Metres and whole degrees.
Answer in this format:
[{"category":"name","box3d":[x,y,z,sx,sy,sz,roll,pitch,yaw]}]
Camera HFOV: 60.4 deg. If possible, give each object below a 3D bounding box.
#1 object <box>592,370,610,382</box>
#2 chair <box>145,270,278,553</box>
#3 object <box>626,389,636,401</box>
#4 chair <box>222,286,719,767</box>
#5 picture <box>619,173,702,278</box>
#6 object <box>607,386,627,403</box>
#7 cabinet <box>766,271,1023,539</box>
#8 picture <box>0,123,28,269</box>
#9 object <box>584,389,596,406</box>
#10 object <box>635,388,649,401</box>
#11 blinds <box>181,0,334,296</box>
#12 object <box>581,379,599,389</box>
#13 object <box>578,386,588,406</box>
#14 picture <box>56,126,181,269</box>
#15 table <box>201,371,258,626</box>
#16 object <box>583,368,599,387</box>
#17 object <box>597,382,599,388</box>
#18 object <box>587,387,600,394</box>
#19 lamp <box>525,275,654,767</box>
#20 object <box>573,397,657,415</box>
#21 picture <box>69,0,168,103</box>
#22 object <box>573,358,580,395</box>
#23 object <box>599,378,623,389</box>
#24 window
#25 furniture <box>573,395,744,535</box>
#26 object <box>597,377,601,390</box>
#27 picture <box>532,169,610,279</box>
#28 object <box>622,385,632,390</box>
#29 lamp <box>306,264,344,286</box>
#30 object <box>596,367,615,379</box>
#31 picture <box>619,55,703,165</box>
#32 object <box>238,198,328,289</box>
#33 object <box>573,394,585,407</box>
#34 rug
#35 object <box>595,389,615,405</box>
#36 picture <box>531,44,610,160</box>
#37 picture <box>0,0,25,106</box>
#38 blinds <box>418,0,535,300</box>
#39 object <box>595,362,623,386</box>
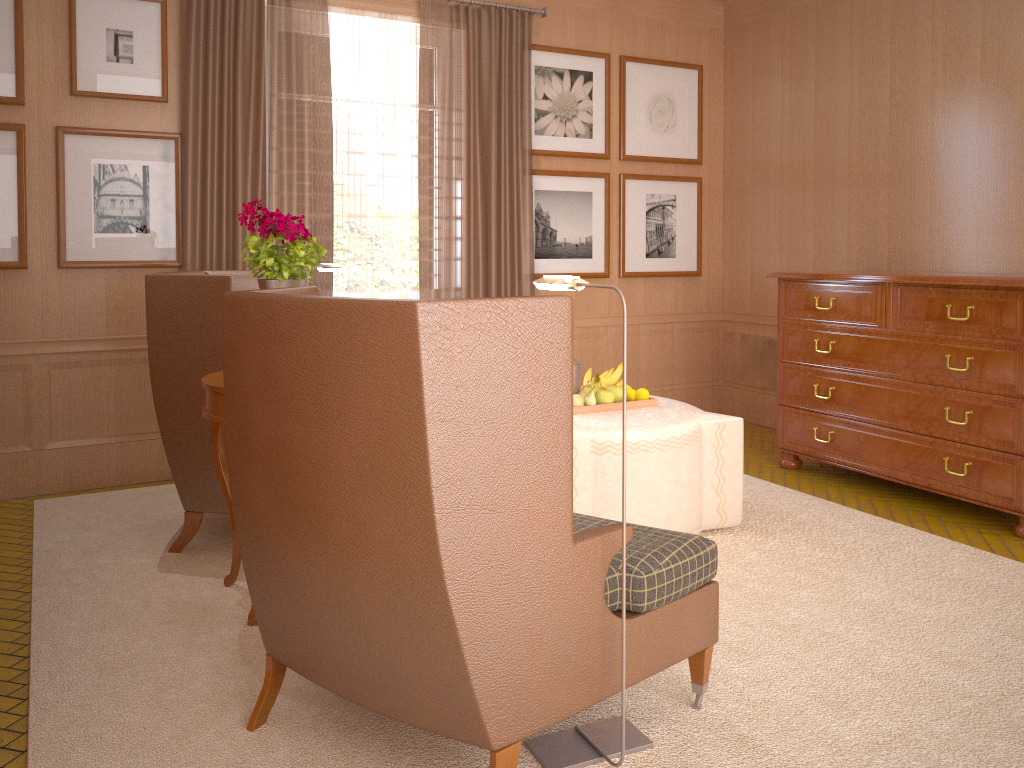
[{"category":"object","box3d":[0.728,-0.054,7.297,0.091,0.127,0.412,2,8,20]},{"category":"chair","box3d":[-1.857,0.109,6.897,1.720,1.964,1.926,0,5,-3]},{"category":"object","box3d":[0.965,0.094,7.106,0.111,0.110,0.135,-3,6,-25]},{"category":"chair","box3d":[-0.297,0.550,4.021,1.915,1.965,1.729,4,6,37]},{"category":"picture","box3d":[1.847,-1.946,10.865,1.252,1.244,0.048,-3,3,-28]},{"category":"object","box3d":[0.828,0.088,6.995,0.169,0.146,0.174,2,6,18]},{"category":"cabinet","box3d":[3.793,-0.006,7.877,1.418,1.932,2.787,-2,7,-28]},{"category":"picture","box3d":[-4.754,-1.575,7.325,1.252,1.244,0.048,-3,3,-28]},{"category":"object","box3d":[0.600,0.112,6.768,0.098,0.147,0.098,1,4,8]},{"category":"object","box3d":[1.044,0.097,7.051,0.114,0.133,0.108,2,5,18]},{"category":"blinds","box3d":[-2.423,-1.526,8.458,1.430,4.781,0.267,-1,2,-27]},{"category":"object","box3d":[0.621,0.022,7.249,0.071,0.184,0.396,-1,7,-14]},{"category":"object","box3d":[0.549,0.110,6.875,0.130,0.196,0.131,1,4,8]},{"category":"picture","box3d":[-3.535,-1.676,7.978,1.051,1.244,0.048,-3,3,-28]},{"category":"table","box3d":[-1.422,0.635,5.441,0.926,1.366,1.046,-2,5,-21]},{"category":"object","box3d":[0.636,-0.031,7.252,0.104,0.158,0.379,0,8,-5]},{"category":"object","box3d":[0.683,0.020,7.268,0.062,0.181,0.398,0,8,1]},{"category":"object","box3d":[0.630,0.090,7.012,0.156,0.134,0.160,-3,6,-24]},{"category":"lamp","box3d":[0.273,0.552,3.824,0.630,2.023,0.565,2,3,32]},{"category":"object","box3d":[0.651,0.135,7.082,0.802,0.059,0.644,-5,10,-28]},{"category":"picture","box3d":[-3.536,-3.046,7.935,0.806,0.954,0.048,-3,3,-28]},{"category":"object","box3d":[0.427,-0.047,7.041,0.234,0.391,0.235,2,4,28]},{"category":"object","box3d":[0.829,0.006,7.226,0.072,0.171,0.399,2,7,38]},{"category":"window","box3d":[-1.638,-2.350,9.460,2.437,3.365,0.850,-2,3,-28]},{"category":"furniture","box3d":[0.581,0.618,7.057,1.955,0.895,1.965,-5,9,-31]},{"category":"object","box3d":[0.777,0.016,7.249,0.062,0.198,0.388,1,7,27]},{"category":"picture","box3d":[0.608,-1.844,10.201,1.252,1.244,0.048,-3,3,-28]},{"category":"object","box3d":[0.937,0.070,7.260,0.114,0.133,0.108,2,5,18]},{"category":"lamp","box3d":[-1.634,-0.044,7.725,0.630,2.018,0.566,1,3,24]},{"category":"object","box3d":[0.757,-0.031,7.259,0.065,0.171,0.379,1,7,28]},{"category":"picture","box3d":[1.847,-3.347,10.821,1.252,1.244,0.048,-3,3,-28]},{"category":"object","box3d":[-1.396,-0.588,5.389,0.525,1.085,0.458,-2,3,-30]},{"category":"object","box3d":[0.462,0.144,6.732,0.194,0.127,0.134,-1,6,-8]},{"category":"rug","box3d":[0.417,1.326,5.462,6.008,0.020,8.020,-5,10,-28]},{"category":"object","box3d":[0.724,0.112,6.870,0.156,0.134,0.160,-3,6,-24]},{"category":"picture","box3d":[0.608,-3.245,10.157,1.252,1.244,0.048,-3,3,-28]},{"category":"picture","box3d":[-4.754,-2.976,7.281,1.252,1.244,0.048,-3,3,-28]},{"category":"blinds","box3d":[-0.375,-1.700,9.556,1.449,4.770,0.267,-1,2,-29]},{"category":"object","box3d":[0.821,-0.073,7.233,0.071,0.168,0.406,2,7,38]}]
